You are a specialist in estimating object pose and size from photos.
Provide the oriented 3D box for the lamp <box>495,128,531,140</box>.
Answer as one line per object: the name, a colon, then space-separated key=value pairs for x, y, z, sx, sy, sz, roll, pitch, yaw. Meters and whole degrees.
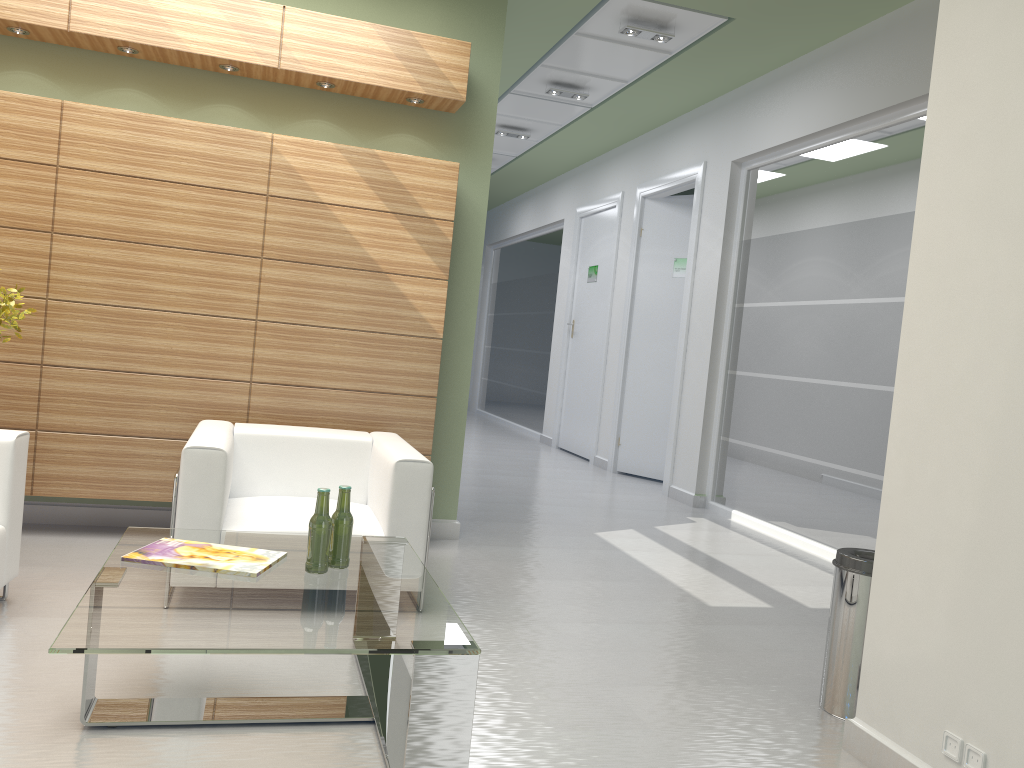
lamp: x=0.017 y=-4.899 z=17.241 sx=0.657 sy=0.159 sz=0.286 roll=5 pitch=2 yaw=-16

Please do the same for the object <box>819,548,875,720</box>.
object: x=2.284 y=1.621 z=5.757 sx=0.483 sy=1.027 sz=0.482 roll=3 pitch=3 yaw=-45

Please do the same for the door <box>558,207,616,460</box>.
door: x=1.543 y=-1.064 z=18.635 sx=0.250 sy=5.083 sz=2.089 roll=5 pitch=2 yaw=-16

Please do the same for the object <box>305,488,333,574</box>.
object: x=-1.080 y=0.824 z=4.992 sx=0.131 sy=0.475 sz=0.131 roll=8 pitch=3 yaw=39

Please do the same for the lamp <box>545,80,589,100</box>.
lamp: x=0.883 y=-4.688 z=14.179 sx=0.657 sy=0.159 sz=0.286 roll=5 pitch=2 yaw=-16

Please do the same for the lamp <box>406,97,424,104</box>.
lamp: x=-0.971 y=-2.873 z=8.913 sx=0.181 sy=0.074 sz=0.181 roll=5 pitch=2 yaw=-22

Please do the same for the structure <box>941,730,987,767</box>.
structure: x=2.220 y=1.815 z=4.362 sx=0.017 sy=0.118 sz=0.262 roll=5 pitch=2 yaw=-16

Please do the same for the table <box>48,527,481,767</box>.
table: x=-1.325 y=1.420 z=4.828 sx=1.783 sy=0.742 sz=2.197 roll=5 pitch=2 yaw=-16

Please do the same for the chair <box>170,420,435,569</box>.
chair: x=-1.752 y=1.054 z=7.356 sx=1.894 sy=1.234 sz=1.802 roll=5 pitch=2 yaw=-16

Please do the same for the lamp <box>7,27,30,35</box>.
lamp: x=-4.407 y=-3.179 z=7.920 sx=0.181 sy=0.074 sz=0.181 roll=5 pitch=2 yaw=-22

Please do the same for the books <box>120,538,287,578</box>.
books: x=-1.733 y=0.982 z=5.049 sx=0.762 sy=0.025 sz=0.508 roll=6 pitch=2 yaw=4

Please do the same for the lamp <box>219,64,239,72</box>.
lamp: x=-2.683 y=-3.026 z=8.418 sx=0.181 sy=0.074 sz=0.181 roll=5 pitch=2 yaw=-22

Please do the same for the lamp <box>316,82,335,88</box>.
lamp: x=-1.819 y=-2.949 z=8.668 sx=0.181 sy=0.074 sz=0.181 roll=7 pitch=3 yaw=35

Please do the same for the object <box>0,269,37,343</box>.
object: x=-4.429 y=0.131 z=6.737 sx=1.116 sy=2.565 sz=1.201 roll=8 pitch=3 yaw=42

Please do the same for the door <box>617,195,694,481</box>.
door: x=2.973 y=-0.802 z=15.719 sx=2.089 sy=5.083 sz=0.134 roll=8 pitch=3 yaw=44

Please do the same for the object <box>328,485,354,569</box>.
object: x=-0.989 y=0.827 z=5.144 sx=0.131 sy=0.475 sz=0.131 roll=8 pitch=3 yaw=39

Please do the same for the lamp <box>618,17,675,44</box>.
lamp: x=1.711 y=-4.486 z=11.249 sx=0.657 sy=0.159 sz=0.286 roll=5 pitch=2 yaw=-16

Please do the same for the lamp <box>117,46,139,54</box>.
lamp: x=-3.536 y=-3.102 z=8.172 sx=0.181 sy=0.074 sz=0.181 roll=7 pitch=3 yaw=35

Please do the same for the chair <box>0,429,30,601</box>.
chair: x=-4.094 y=0.906 z=5.183 sx=1.769 sy=1.234 sz=1.894 roll=5 pitch=2 yaw=-11
